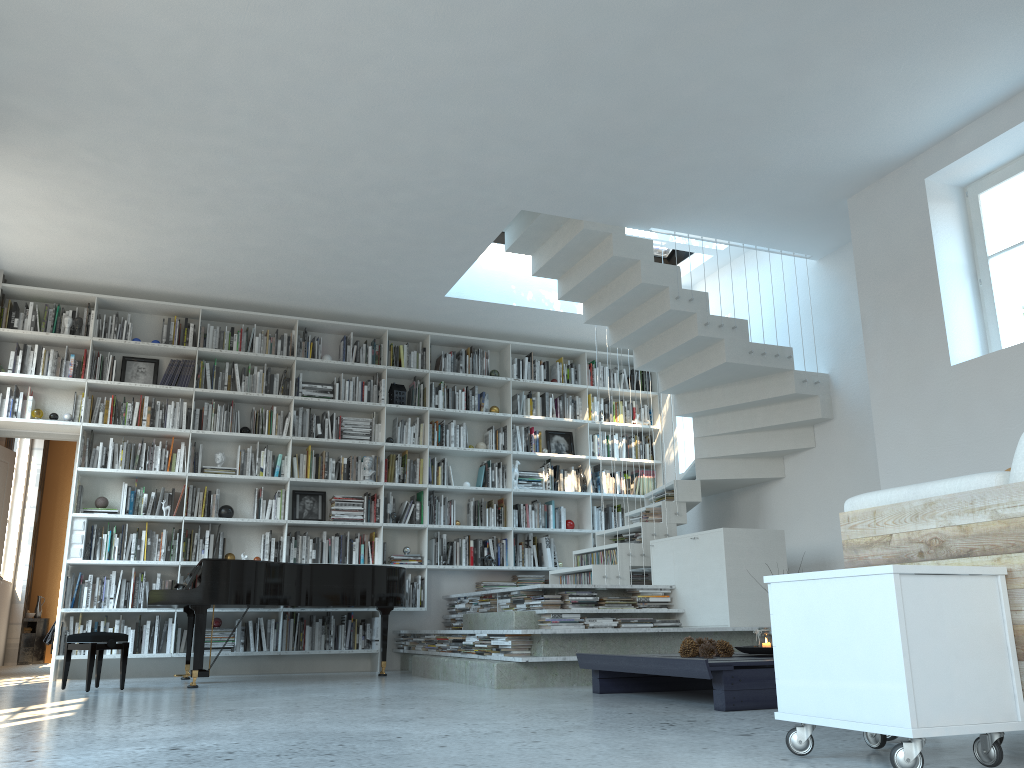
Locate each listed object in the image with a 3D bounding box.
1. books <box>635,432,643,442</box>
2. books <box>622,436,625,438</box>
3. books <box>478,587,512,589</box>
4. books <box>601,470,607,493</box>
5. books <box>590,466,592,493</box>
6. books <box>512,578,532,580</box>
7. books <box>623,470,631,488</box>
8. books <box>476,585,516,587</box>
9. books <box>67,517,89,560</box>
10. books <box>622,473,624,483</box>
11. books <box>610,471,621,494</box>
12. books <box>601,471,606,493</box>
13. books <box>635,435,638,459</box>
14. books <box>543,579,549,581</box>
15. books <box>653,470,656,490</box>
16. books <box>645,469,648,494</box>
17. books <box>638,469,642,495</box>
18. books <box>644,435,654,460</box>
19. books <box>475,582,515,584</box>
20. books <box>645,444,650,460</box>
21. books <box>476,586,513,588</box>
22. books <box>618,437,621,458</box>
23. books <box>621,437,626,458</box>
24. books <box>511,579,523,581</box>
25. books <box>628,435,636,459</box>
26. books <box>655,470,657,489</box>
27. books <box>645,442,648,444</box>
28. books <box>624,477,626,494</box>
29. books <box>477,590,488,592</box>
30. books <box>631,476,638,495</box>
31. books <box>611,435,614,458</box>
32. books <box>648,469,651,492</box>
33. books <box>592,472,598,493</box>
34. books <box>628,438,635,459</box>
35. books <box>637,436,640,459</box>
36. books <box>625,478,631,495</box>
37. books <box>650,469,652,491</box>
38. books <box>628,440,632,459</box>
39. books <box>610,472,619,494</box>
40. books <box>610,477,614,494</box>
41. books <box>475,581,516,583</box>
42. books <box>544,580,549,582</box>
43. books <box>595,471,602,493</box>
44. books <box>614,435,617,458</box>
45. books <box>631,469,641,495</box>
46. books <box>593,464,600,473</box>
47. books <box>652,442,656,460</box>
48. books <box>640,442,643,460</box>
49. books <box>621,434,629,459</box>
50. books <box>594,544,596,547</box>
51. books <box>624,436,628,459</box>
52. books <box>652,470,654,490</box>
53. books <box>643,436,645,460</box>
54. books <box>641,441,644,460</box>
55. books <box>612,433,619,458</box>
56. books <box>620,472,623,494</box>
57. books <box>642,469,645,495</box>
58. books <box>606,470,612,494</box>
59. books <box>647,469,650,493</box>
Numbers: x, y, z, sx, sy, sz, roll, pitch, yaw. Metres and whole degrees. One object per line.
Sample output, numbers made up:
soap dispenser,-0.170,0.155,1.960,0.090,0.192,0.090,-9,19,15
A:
books,1.348,0.682,9.389,0.013,0.329,0.140,5,-16,-21
books,1.168,0.694,9.317,0.010,0.273,0.130,5,-16,-21
books,-0.152,1.936,8.414,0.308,0.008,0.195,4,-16,-16
books,0.922,1.023,9.104,0.022,0.264,0.157,5,-16,-21
books,0.768,0.997,9.056,0.010,0.292,0.164,5,-16,-21
books,0.155,1.884,8.560,0.285,0.005,0.160,6,-17,-24
books,1.181,1.043,9.211,0.026,0.277,0.170,5,-16,-21
books,-0.155,1.923,8.424,0.346,0.007,0.194,5,-16,-19
books,-3.502,1.261,7.161,0.106,0.339,0.307,5,-16,-21
books,1.119,1.054,9.194,0.025,0.248,0.134,5,-16,-21
books,1.065,1.041,9.162,0.029,0.258,0.172,5,-16,-21
books,0.904,1.028,9.082,0.026,0.245,0.181,5,-16,-21
books,1.271,0.695,9.330,0.013,0.276,0.188,5,-16,-21
books,0.497,1.925,8.694,0.368,0.007,0.206,5,-16,-19
books,1.456,1.056,9.299,0.018,0.292,0.169,5,-16,-21
books,1.368,1.050,9.276,0.018,0.292,0.169,5,-16,-21
books,1.311,1.045,9.254,0.033,0.293,0.169,5,-16,-21
books,1.438,0.703,9.398,0.042,0.291,0.186,5,-16,-21
books,-0.155,1.895,8.432,0.346,0.007,0.194,6,-17,-23
books,1.389,0.744,9.361,0.029,0.194,0.192,5,-16,-21
books,-0.154,1.930,8.420,0.346,0.007,0.194,6,-17,-24
books,1.098,0.694,9.278,0.012,0.253,0.161,5,-16,-21
books,1.132,0.696,9.269,0.045,0.244,0.177,5,-16,-21
books,0.153,1.894,8.554,0.285,0.005,0.160,7,-17,-25
books,1.258,0.691,9.330,0.012,0.282,0.152,5,-16,-21
books,1.469,1.060,9.315,0.018,0.292,0.169,5,-16,-21
books,1.400,0.738,9.407,0.024,0.229,0.131,5,-16,-21
books,1.136,1.077,9.198,0.014,0.206,0.138,5,-16,-21
books,-0.158,1.966,8.411,0.308,0.008,0.195,5,-16,-19
books,1.240,1.078,9.213,0.088,0.216,0.167,5,-16,-21
books,1.013,0.678,9.228,0.024,0.258,0.156,5,-16,-21
books,1.401,1.054,9.289,0.018,0.292,0.169,5,-16,-21
books,0.819,1.032,9.078,0.066,0.236,0.144,5,-16,-21
books,1.238,0.707,9.327,0.025,0.252,0.160,5,-16,-21
books,1.292,0.700,9.334,0.028,0.267,0.174,5,-16,-21
books,1.169,1.081,9.165,0.024,0.180,0.191,5,-16,-21
books,1.420,1.054,9.291,0.018,0.292,0.169,5,-16,-21
books,1.209,0.714,9.325,0.028,0.236,0.146,5,-16,-21
books,1.045,1.042,9.143,0.022,0.246,0.181,5,-16,-21
books,0.999,1.064,9.112,0.023,0.188,0.170,5,-16,-21
books,-0.155,1.888,8.434,0.346,0.007,0.194,5,-16,-19
books,0.501,1.930,8.684,0.368,0.007,0.206,7,-17,-26
books,0.870,1.026,9.070,0.022,0.242,0.171,5,-16,-21
books,1.035,0.678,9.234,0.022,0.262,0.173,5,-16,-21
books,1.276,1.044,9.239,0.072,0.290,0.169,5,-16,-21
books,0.878,0.994,9.103,0.012,0.321,0.142,5,-16,-21
books,1.467,0.742,9.401,0.021,0.218,0.184,5,-16,-21
books,1.317,0.729,9.335,0.025,0.211,0.189,5,-16,-21
books,1.185,0.686,9.322,0.024,0.291,0.132,5,-16,-21
books,0.802,1.708,8.773,0.014,0.233,0.183,5,-16,-21
books,1.161,0.694,9.288,0.023,0.257,0.184,5,-16,-21
books,1.435,1.057,9.302,0.018,0.292,0.169,5,-16,-21
books,1.363,0.704,9.380,0.013,0.282,0.149,5,-16,-21
books,1.337,0.730,9.354,0.025,0.219,0.178,5,-16,-21
books,1.058,0.672,9.251,0.030,0.283,0.166,5,-16,-21
books,1.102,1.049,9.185,0.012,0.253,0.161,5,-16,-21
books,1.339,1.044,9.250,0.018,0.292,0.169,5,-16,-21
books,0.962,1.025,9.107,0.056,0.260,0.177,5,-16,-21
books,1.386,1.051,9.278,0.018,0.292,0.169,5,-16,-21
